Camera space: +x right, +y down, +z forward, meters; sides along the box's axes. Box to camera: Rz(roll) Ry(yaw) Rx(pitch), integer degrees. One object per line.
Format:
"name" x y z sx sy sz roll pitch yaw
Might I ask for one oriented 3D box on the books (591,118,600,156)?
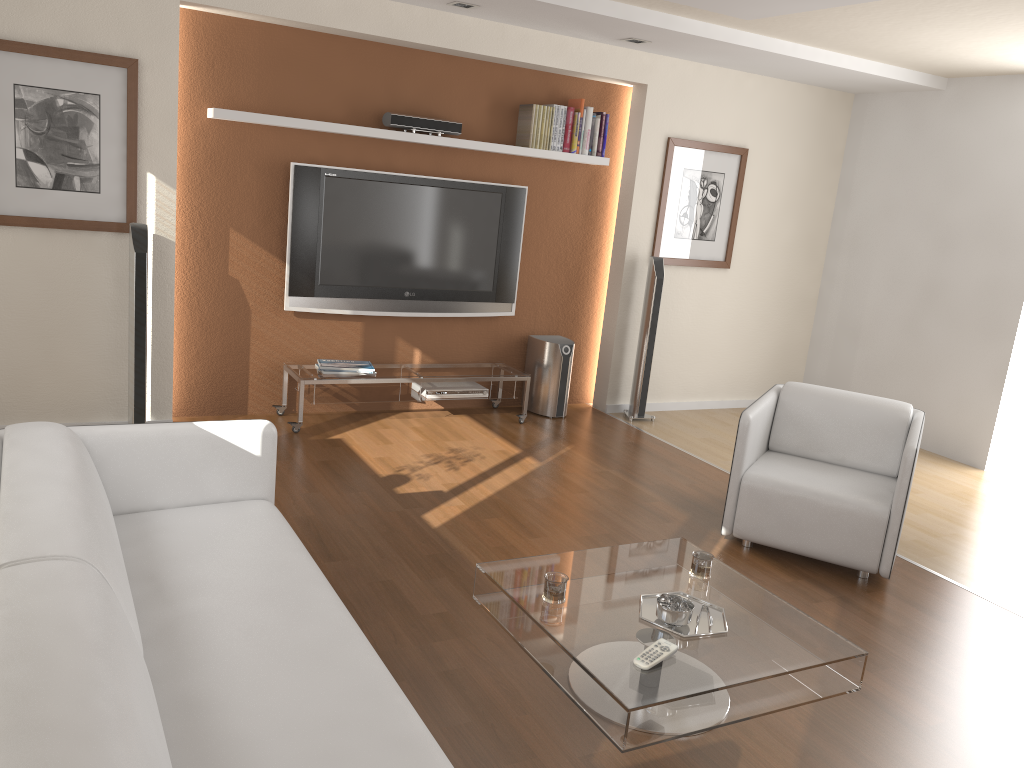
"books" 0.537 -1.691 6.082 0.028 0.248 0.169 -1 15 -29

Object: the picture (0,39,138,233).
"picture" -2.280 -1.226 4.460 0.734 0.884 0.025 -1 15 -29

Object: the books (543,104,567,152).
"books" 0.271 -1.710 5.935 0.104 0.295 0.146 -1 15 -29

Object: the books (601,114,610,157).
"books" 0.600 -1.710 6.112 0.029 0.286 0.169 -1 15 -29

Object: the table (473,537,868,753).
"table" 0.467 0.862 2.905 0.900 0.300 0.900 -1 15 -29

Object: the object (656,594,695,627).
"object" 0.506 0.702 2.761 0.118 0.079 0.117 1 14 -22

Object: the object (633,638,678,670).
"object" 0.408 0.772 2.532 0.064 0.029 0.158 17 17 41

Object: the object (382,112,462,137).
"object" -0.554 -1.600 5.499 0.470 0.109 0.182 -1 15 -29

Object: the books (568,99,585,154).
"books" 0.419 -1.742 6.003 0.028 0.358 0.169 -1 15 -29

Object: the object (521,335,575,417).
"object" 0.281 -0.059 6.291 0.286 0.518 0.323 -1 15 -29

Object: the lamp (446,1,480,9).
"lamp" -0.269 -2.163 4.961 0.146 0.087 0.146 -1 15 -29

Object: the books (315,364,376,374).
"books" -1.031 -0.095 5.491 0.326 0.017 0.228 0 14 -26

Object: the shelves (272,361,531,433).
"shelves" -0.687 0.068 5.741 1.617 0.340 0.444 -1 15 -29

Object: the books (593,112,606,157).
"books" 0.569 -1.713 6.094 0.041 0.293 0.169 -1 15 -29

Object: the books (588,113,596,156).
"books" 0.505 -1.706 6.068 0.041 0.278 0.157 -1 15 -29

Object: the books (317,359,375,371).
"books" -1.028 -0.120 5.486 0.326 0.017 0.228 2 13 -17

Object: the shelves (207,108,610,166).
"shelves" -0.525 -1.525 5.541 2.612 0.050 0.200 -1 15 -29

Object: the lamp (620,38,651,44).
"lamp" 0.779 -2.183 5.533 0.146 0.087 0.146 -1 15 -29

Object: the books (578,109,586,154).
"books" 0.437 -1.711 6.023 0.022 0.293 0.167 -1 15 -29

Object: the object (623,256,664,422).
"object" 0.959 -0.320 6.334 0.228 1.165 0.215 0 14 -24

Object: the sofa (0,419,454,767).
"sofa" -0.762 0.680 2.118 0.919 0.661 2.238 -1 15 -29

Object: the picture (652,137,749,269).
"picture" 1.370 -1.298 6.454 0.734 0.884 0.025 -1 15 -29

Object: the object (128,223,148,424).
"object" -1.994 -0.262 4.721 0.228 1.165 0.215 -3 15 -33

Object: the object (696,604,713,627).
"object" 0.610 0.725 2.804 0.051 0.035 0.147 9 13 12

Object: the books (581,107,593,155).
"books" 0.472 -1.720 6.033 0.050 0.313 0.179 -1 15 -29

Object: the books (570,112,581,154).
"books" 0.388 -1.694 5.989 0.041 0.266 0.186 -1 15 -29

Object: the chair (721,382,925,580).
"chair" 1.550 0.432 4.366 0.767 0.706 0.919 12 14 25

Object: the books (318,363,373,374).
"books" -1.030 -0.108 5.489 0.326 0.017 0.228 3 13 -12

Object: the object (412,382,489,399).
"object" -0.408 0.032 5.855 0.435 0.052 0.274 -1 15 -29

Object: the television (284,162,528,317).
"television" -0.655 -0.885 5.710 1.594 0.900 0.097 -1 15 -29

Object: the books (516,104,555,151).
"books" 0.152 -1.697 5.870 0.167 0.275 0.195 -1 15 -29

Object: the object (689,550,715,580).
"object" 0.668 0.638 3.125 0.079 0.077 0.079 -5 17 -40

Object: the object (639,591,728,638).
"object" 0.542 0.730 2.817 0.315 0.011 0.273 1 14 -22

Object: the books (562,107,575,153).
"books" 0.344 -1.709 5.971 0.053 0.293 0.169 -1 15 -29

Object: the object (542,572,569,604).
"object" 0.138 0.650 2.828 0.079 0.077 0.079 -5 17 -40
